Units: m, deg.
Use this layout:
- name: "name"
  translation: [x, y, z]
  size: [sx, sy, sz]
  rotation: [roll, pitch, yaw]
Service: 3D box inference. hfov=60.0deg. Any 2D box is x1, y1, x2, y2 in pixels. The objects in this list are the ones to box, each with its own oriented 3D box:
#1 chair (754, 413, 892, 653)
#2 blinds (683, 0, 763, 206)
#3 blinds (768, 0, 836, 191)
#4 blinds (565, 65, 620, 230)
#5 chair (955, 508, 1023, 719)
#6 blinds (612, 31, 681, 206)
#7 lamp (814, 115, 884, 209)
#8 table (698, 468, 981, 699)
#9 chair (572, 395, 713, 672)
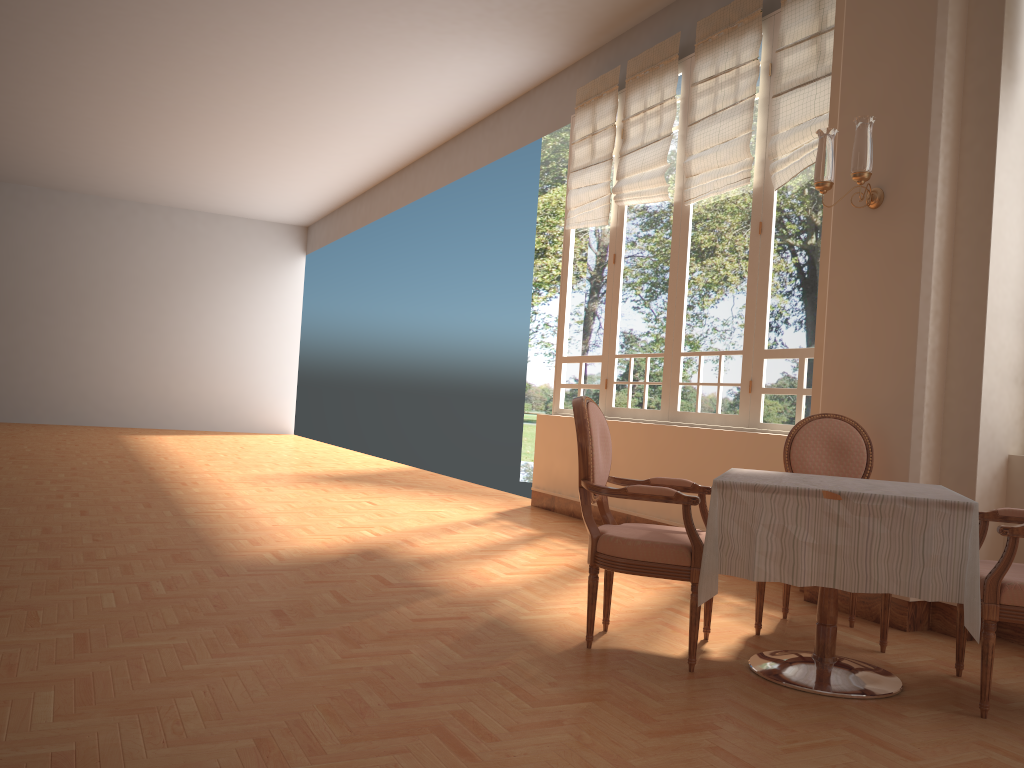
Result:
- name: "chair"
  translation: [1.337, 0.587, 3.793]
  size: [0.521, 0.931, 0.593]
  rotation: [4, -1, 18]
- name: "blinds"
  translation: [1.392, -1.899, 5.921]
  size: [0.054, 1.301, 0.689]
  rotation: [4, -1, -27]
- name: "blinds"
  translation: [1.781, -1.852, 5.162]
  size: [0.072, 1.376, 0.699]
  rotation: [4, -1, -26]
- name: "blinds"
  translation: [0.663, -1.920, 7.394]
  size: [0.038, 1.292, 0.689]
  rotation: [4, -1, -26]
- name: "chair"
  translation: [1.803, 0.599, 2.920]
  size: [0.593, 0.931, 0.521]
  rotation: [4, -1, 18]
- name: "blinds"
  translation: [1.005, -1.941, 6.683]
  size: [0.085, 1.235, 0.699]
  rotation: [4, -1, -27]
- name: "lamp"
  translation: [1.589, -1.002, 4.093]
  size: [0.274, 0.362, 0.320]
  rotation: [4, -1, -27]
- name: "table"
  translation: [1.120, 0.686, 3.126]
  size: [0.829, 0.677, 0.831]
  rotation: [3, -1, 18]
- name: "chair"
  translation: [0.497, 0.523, 3.362]
  size: [0.593, 0.931, 0.521]
  rotation: [4, -1, 18]
